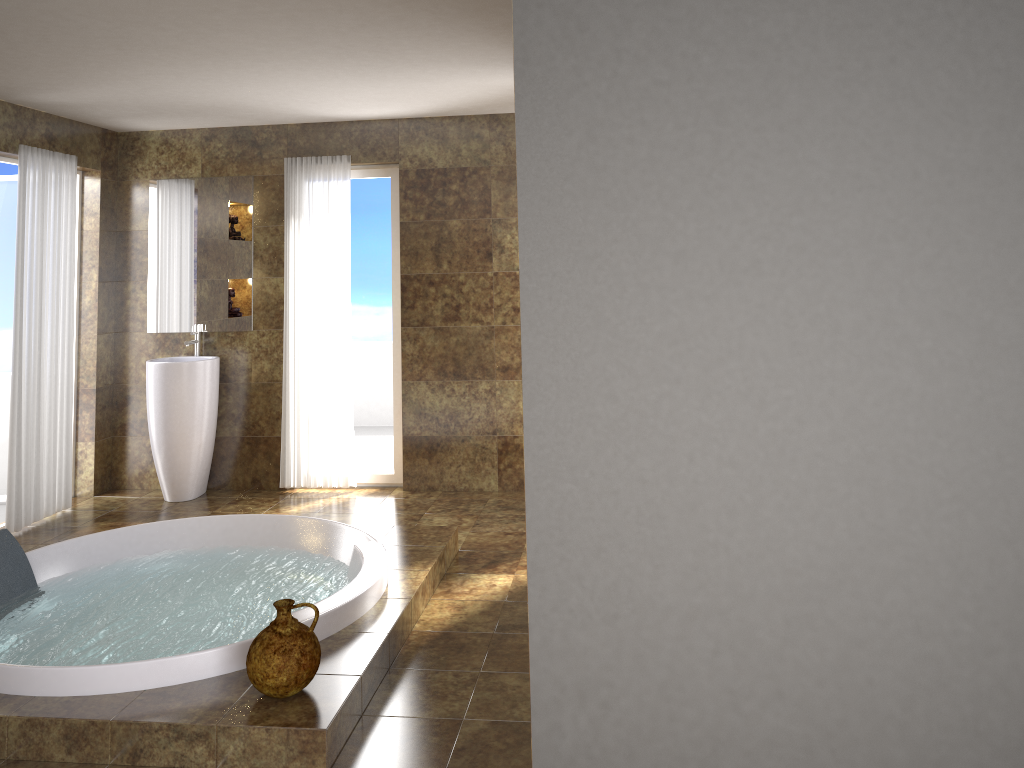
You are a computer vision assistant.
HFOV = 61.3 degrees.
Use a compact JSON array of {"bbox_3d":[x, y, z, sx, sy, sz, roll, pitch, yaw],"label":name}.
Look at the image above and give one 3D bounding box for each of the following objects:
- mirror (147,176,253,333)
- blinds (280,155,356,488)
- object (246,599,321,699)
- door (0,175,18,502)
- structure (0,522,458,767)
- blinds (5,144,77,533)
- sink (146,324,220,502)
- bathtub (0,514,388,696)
[{"bbox_3d":[-2.185,-0.907,6.054,0.767,1.098,0.008,-2,-6,7],"label":"mirror"},{"bbox_3d":[-1.324,-0.442,5.870,0.519,2.278,0.066,-2,-6,7],"label":"blinds"},{"bbox_3d":[-0.723,0.833,2.741,0.230,0.276,0.228,-1,0,-21],"label":"object"},{"bbox_3d":[-3.496,-0.328,5.858,0.962,2.241,0.039,-1,-6,-3],"label":"door"},{"bbox_3d":[-1.398,0.938,3.600,2.002,0.124,2.012,-1,7,7],"label":"structure"},{"bbox_3d":[-2.857,-0.324,5.306,0.068,2.290,0.592,-2,-5,7],"label":"blinds"},{"bbox_3d":[-2.187,0.183,5.728,0.458,1.143,0.432,-2,-4,10],"label":"sink"},{"bbox_3d":[-1.400,0.931,3.599,1.746,0.524,1.758,3,8,38],"label":"bathtub"}]
